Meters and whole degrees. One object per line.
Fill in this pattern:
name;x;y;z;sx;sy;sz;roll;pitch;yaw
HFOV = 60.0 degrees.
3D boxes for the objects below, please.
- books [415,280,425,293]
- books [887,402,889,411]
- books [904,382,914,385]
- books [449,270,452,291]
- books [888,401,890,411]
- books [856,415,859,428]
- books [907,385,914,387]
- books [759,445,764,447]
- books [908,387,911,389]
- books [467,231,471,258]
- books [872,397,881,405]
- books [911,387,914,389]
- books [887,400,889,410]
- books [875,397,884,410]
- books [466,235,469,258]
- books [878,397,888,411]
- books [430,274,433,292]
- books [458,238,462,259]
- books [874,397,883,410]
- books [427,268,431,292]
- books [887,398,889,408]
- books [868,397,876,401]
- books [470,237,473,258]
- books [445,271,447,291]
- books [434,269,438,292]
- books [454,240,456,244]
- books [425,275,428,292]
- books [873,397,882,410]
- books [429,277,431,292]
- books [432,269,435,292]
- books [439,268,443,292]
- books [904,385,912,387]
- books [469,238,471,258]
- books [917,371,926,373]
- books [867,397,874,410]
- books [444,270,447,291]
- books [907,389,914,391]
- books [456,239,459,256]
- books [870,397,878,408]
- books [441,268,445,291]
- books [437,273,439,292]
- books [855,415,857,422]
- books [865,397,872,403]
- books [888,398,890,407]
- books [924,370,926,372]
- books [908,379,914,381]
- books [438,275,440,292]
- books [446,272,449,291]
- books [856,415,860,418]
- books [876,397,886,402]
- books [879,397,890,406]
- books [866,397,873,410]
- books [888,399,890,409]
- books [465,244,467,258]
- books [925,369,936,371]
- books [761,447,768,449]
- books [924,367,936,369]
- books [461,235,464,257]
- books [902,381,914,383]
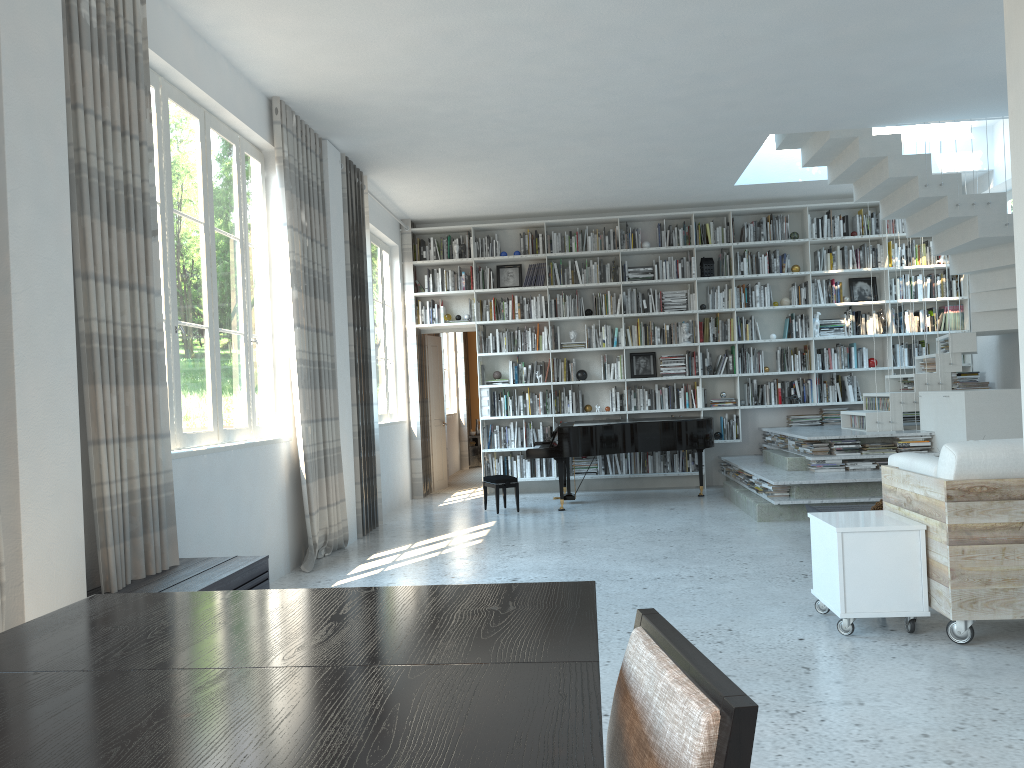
books;-1.072;-1.139;10.467;0.121;0.176;0.129;-3;0;5
books;3.652;0.195;8.468;0.125;0.123;0.034;-3;0;5
books;4.095;-0.010;9.021;0.140;0.022;0.181;-2;-1;-2
books;-0.711;-1.197;10.415;0.025;0.261;0.167;-3;0;5
books;3.649;0.195;8.437;0.125;0.123;0.034;-3;0;5
books;3.555;0.380;8.993;0.125;0.125;0.008;-3;0;5
books;4.061;0.018;8.799;0.184;0.014;0.225;-3;-1;2
books;2.925;0.704;10.099;0.174;0.009;0.240;-3;-1;7
books;4.062;0.033;8.799;0.175;0.016;0.207;-3;-1;-1
books;-0.497;-1.613;10.402;0.014;0.337;0.168;-3;0;5
books;3.690;0.199;8.916;0.125;0.125;0.008;-3;0;5
books;3.950;0.033;8.534;0.172;0.019;0.240;-3;-1;30
books;3.651;0.195;8.460;0.125;0.123;0.035;-3;0;5
books;3.683;0.198;8.842;0.125;0.125;0.014;-3;0;5
books;-0.514;-1.587;10.408;0.022;0.286;0.175;-3;0;5
books;3.675;0.197;8.744;0.125;0.125;0.008;-3;0;5
books;-0.934;-1.171;10.433;0.022;0.228;0.171;-3;0;5
books;-0.602;-1.569;10.411;0.027;0.259;0.147;-3;0;5
books;3.685;0.198;8.863;0.125;0.125;0.007;-3;0;5
books;-0.975;-1.203;10.451;0.011;0.296;0.162;-3;0;5
books;3.651;0.195;8.452;0.125;0.123;0.036;-3;0;5
books;3.700;0.200;9.038;0.125;0.125;0.010;-3;0;5
books;-0.454;-1.573;10.367;0.024;0.252;0.235;-3;0;5
books;-0.762;-1.189;10.421;0.012;0.249;0.192;-3;0;5
books;-0.886;-1.203;10.447;0.028;0.288;0.132;-3;0;5
books;-0.649;-1.559;10.409;0.025;0.244;0.167;-3;0;5
books;-0.996;-1.163;10.450;0.034;0.218;0.166;-3;0;5
books;3.688;0.199;8.891;0.125;0.125;0.012;-3;0;5
books;-0.954;-1.152;10.461;0.024;0.192;0.138;-3;0;5
books;-0.913;-1.199;10.427;0.023;0.282;0.186;-3;0;5
books;-0.829;-1.205;10.415;0.021;0.286;0.179;-3;0;5
books;4.097;0.019;9.021;0.145;0.015;0.166;-3;-1;-1
books;-0.476;-1.575;10.406;0.025;0.259;0.138;-3;0;5
books;4.263;-0.125;8.988;0.190;0.018;0.287;-3;-1;4
books;3.704;0.201;9.086;0.125;0.125;0.008;-3;0;5
books;-0.774;-1.198;10.422;0.013;0.268;0.162;-3;0;5
books;4.114;0.060;9.019;0.130;0.014;0.188;-3;-1;5
books;-0.626;-1.565;10.417;0.021;0.253;0.179;-3;0;5
books;3.695;0.200;8.984;0.125;0.125;0.007;-3;0;5
books;-0.799;-1.209;10.432;0.037;0.292;0.155;-3;0;5
books;-0.859;-1.180;10.444;0.024;0.239;0.155;-3;0;5
books;3.557;0.380;9.015;0.125;0.125;0.008;-3;0;5
books;3.708;0.201;9.137;0.125;0.125;0.008;-3;0;5
books;3.648;0.195;8.421;0.125;0.123;0.036;-3;0;5
books;4.181;-0.131;8.753;0.184;0.016;0.128;-3;-1;12
books;4.058;-0.047;8.800;0.177;0.014;0.194;-3;-1;-1
books;-0.842;-1.165;10.432;0.010;0.208;0.165;-3;0;5
books;-0.745;-1.187;10.420;0.021;0.244;0.173;-3;0;5
books;3.554;0.380;8.976;0.125;0.125;0.007;-3;0;5
books;3.679;0.197;8.789;0.125;0.125;0.008;-3;0;5
books;3.672;0.196;8.704;0.125;0.125;0.009;-3;0;5
books;3.706;0.201;9.115;0.125;0.125;0.008;-3;0;5
books;3.649;0.195;8.429;0.125;0.123;0.035;-3;0;5
books;-0.536;-1.535;10.411;0.028;0.185;0.167;-3;0;5
books;4.088;-0.135;8.492;0.215;0.013;0.189;-3;-1;37
books;2.930;0.727;10.098;0.159;0.009;0.210;-3;-1;9
books;4.085;-0.153;8.490;0.222;0.011;0.180;-3;-1;36
books;-0.581;-1.586;10.422;0.013;0.292;0.154;-3;0;5
books;4.088;-0.024;9.021;0.159;0.009;0.208;-3;-1;1
